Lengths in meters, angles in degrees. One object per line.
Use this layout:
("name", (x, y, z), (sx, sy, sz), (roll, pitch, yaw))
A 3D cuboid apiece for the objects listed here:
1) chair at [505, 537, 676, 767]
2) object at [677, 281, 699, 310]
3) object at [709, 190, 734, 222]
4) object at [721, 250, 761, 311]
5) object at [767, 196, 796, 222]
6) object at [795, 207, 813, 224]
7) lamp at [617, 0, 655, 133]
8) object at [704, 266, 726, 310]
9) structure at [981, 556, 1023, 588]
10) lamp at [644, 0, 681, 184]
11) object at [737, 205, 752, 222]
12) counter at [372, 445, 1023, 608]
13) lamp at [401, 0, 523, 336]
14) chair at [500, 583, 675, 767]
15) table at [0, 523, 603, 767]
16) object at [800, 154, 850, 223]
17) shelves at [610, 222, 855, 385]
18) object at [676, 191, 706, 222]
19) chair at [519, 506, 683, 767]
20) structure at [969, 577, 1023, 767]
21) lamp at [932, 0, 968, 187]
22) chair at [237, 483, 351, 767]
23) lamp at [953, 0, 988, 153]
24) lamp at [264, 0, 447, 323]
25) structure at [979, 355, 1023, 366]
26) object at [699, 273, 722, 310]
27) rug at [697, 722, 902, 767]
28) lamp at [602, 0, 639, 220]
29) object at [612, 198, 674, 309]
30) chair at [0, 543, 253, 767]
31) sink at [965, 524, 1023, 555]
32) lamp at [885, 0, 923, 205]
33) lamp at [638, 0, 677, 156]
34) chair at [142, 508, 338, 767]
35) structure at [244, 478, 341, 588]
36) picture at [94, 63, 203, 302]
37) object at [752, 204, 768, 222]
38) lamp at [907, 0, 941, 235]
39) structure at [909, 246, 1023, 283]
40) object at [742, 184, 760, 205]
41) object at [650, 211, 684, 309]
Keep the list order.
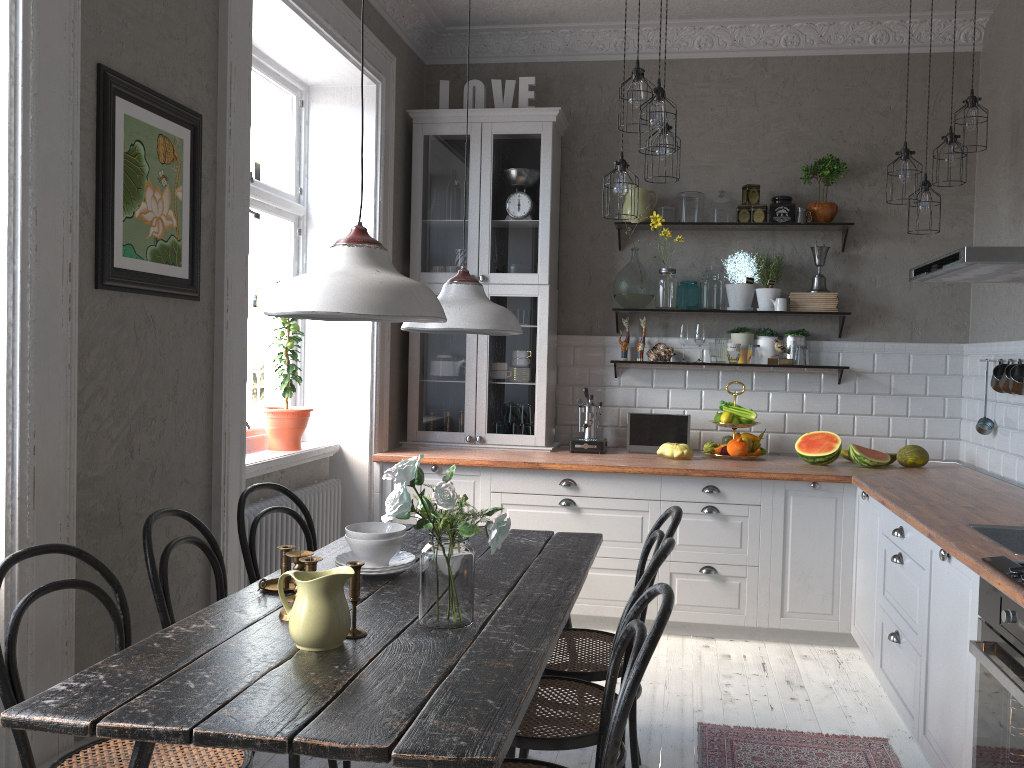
("chair", (0.147, 0.857, 2.372), (0.543, 0.920, 0.443), (2, 2, 17))
("object", (1.020, -0.508, 5.125), (0.125, 0.172, 0.127), (2, 2, 13))
("object", (1.215, -1.010, 5.129), (0.142, 0.220, 0.137), (0, 2, -31))
("object", (1.327, -0.591, 5.076), (0.240, 0.354, 0.238), (2, 2, 28))
("object", (1.528, -0.977, 5.025), (0.141, 0.174, 0.143), (2, 2, 10))
("object", (1.618, -0.932, 4.913), (0.093, 0.096, 0.075), (2, 2, 10))
("lamp", (0.534, -1.923, 3.642), (0.147, 1.735, 0.146), (1, 2, -3))
("object", (1.177, -0.550, 5.162), (0.130, 0.264, 0.133), (2, 2, 15))
("structure", (1.477, 0.484, 2.104), (0.493, 0.031, 0.610), (2, 2, 10))
("lamp", (0.665, -1.743, 3.784), (0.147, 1.735, 0.146), (1, 2, -3))
("object", (1.312, -0.951, 5.012), (0.082, 0.113, 0.083), (2, 2, 10))
("counter", (0.678, 0.451, 3.547), (3.140, 0.039, 3.413), (2, 2, 10))
("lamp", (-0.132, -1.086, 2.736), (0.375, 1.858, 0.384), (2, 2, 17))
("chair", (0.048, 0.871, 1.844), (0.546, 0.920, 0.440), (2, 2, 7))
("table", (-0.292, 0.936, 2.458), (0.898, 0.735, 1.933), (2, 2, 11))
("object", (1.751, -1.080, 4.941), (0.256, 0.397, 0.246), (3, 2, 34))
("shelves", (1.237, -0.444, 5.063), (1.308, 0.923, 0.230), (2, 2, 9))
("object", (1.021, -0.996, 5.063), (0.176, 0.184, 0.168), (0, 2, -41))
("chair", (0.258, 0.845, 2.848), (0.546, 0.920, 0.440), (2, 2, 7))
("structure", (1.493, 0.849, 2.107), (0.614, 0.623, 0.626), (2, 2, 10))
("lamp", (2.167, -1.847, 4.324), (0.150, 1.735, 0.143), (0, 2, -38))
("chair", (-0.649, 0.816, 3.027), (0.541, 0.920, 0.444), (2, 2, 22))
("lamp", (2.178, -1.970, 4.146), (0.148, 1.735, 0.145), (1, 2, -18))
("lamp", (-0.306, -1.063, 1.853), (0.387, 1.858, 0.371), (0, 2, -43))
("structure", (2.277, -0.102, 3.908), (0.094, 0.053, 1.093), (2, 2, 11))
("object", (1.125, -0.519, 5.018), (0.122, 0.206, 0.127), (3, 2, 32))
("rug", (0.931, 1.317, 2.705), (0.731, 0.014, 1.298), (2, 2, 11))
("lamp", (0.490, -1.589, 3.819), (0.149, 1.735, 0.144), (1, 2, -23))
("object", (0.697, -0.769, 5.067), (0.339, 0.674, 0.333), (1, 2, -22))
("chair", (-0.864, 0.843, 1.999), (0.543, 0.920, 0.443), (2, 2, 17))
("sink", (1.743, 0.380, 2.719), (0.525, 0.720, 0.489), (2, 2, 10))
("lamp", (1.857, -1.720, 4.131), (0.143, 1.735, 0.150), (3, 2, 42))
("lamp", (0.594, -1.785, 3.474), (0.149, 1.735, 0.144), (0, 2, -33))
("chair", (-0.760, 0.828, 2.549), (0.546, 0.920, 0.440), (2, 2, 7))
("structure", (-1.043, 0.714, 4.023), (0.148, 0.428, 1.230), (2, 2, 9))
("picture", (-1.088, -0.578, 2.696), (0.020, 0.619, 0.525), (2, 2, 11))
("object", (1.398, -0.949, 4.995), (0.081, 0.113, 0.084), (2, 2, 20))
("lamp", (2.006, -1.597, 4.247), (0.148, 1.735, 0.145), (1, 2, -18))
("structure", (1.865, -1.177, 3.065), (0.708, 1.595, 0.717), (2, 2, 10))
("object", (1.346, -1.062, 4.991), (0.083, 0.113, 0.082), (1, 2, -10))
("object", (0.858, -0.694, 4.999), (0.191, 0.540, 0.281), (1, 2, 2))
